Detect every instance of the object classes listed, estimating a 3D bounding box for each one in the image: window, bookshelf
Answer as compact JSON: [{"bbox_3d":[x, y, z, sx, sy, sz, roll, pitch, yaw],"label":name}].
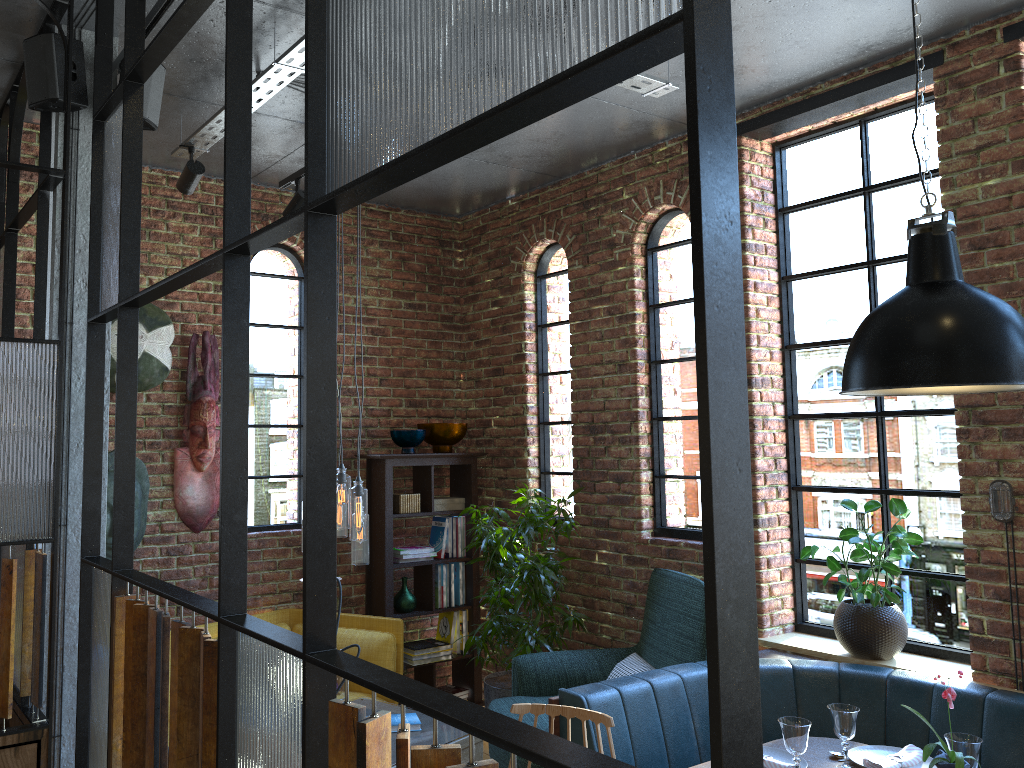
[{"bbox_3d":[0.666,-0.040,3.701,8.810,2.435,3.320,-2,-5,21],"label":"window"},{"bbox_3d":[-0.555,1.275,5.537,0.780,1.672,0.330,3,-6,-36],"label":"bookshelf"}]

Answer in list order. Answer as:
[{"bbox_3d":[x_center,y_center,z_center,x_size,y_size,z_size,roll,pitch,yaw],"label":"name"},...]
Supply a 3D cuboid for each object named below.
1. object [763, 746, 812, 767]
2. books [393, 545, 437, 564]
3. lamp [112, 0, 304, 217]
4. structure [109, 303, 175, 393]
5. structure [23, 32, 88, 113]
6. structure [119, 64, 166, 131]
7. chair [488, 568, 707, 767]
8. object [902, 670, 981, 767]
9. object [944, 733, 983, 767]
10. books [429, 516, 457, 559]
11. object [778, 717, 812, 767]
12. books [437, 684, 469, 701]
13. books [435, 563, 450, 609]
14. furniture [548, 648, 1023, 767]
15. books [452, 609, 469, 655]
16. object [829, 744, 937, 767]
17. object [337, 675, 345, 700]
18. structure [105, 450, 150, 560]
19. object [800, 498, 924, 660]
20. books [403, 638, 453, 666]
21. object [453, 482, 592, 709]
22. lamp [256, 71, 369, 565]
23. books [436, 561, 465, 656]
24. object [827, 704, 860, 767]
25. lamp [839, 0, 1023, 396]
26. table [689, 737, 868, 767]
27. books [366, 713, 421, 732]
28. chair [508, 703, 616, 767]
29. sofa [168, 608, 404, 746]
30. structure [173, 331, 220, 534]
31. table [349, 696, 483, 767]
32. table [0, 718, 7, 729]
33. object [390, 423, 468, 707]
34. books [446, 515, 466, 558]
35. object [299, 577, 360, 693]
[{"bbox_3d":[0.809,1.230,2.882,0.311,0.051,0.280,2,-5,-33],"label":"object"},{"bbox_3d":[-0.626,1.064,5.509,0.257,0.080,0.186,2,-5,-36],"label":"books"},{"bbox_3d":[-1.607,-1.271,0.557,5.984,0.274,7.539,2,-5,-37],"label":"lamp"},{"bbox_3d":[-2.093,-0.210,4.786,0.507,0.522,0.154,2,-6,-36],"label":"structure"},{"bbox_3d":[-1.676,-1.132,3.225,0.172,0.268,0.177,-3,-5,26],"label":"structure"},{"bbox_3d":[-1.440,-1.122,3.390,0.186,0.268,0.164,-1,-5,4],"label":"structure"},{"bbox_3d":[0.410,1.454,4.099,1.013,1.100,0.821,0,-5,-12],"label":"chair"},{"bbox_3d":[1.233,1.009,2.499,0.133,0.432,0.223,1,-5,-19],"label":"object"},{"bbox_3d":[1.323,1.132,2.573,0.097,0.192,0.099,0,-5,-7],"label":"object"},{"bbox_3d":[-0.455,0.984,5.665,0.118,0.259,0.170,3,-6,-37],"label":"books"},{"bbox_3d":[0.884,1.149,2.743,0.097,0.192,0.099,0,-5,-7],"label":"object"},{"bbox_3d":[-0.421,1.969,5.556,0.213,0.072,0.231,-4,-5,42],"label":"books"},{"bbox_3d":[-0.476,1.275,5.604,0.081,0.273,0.180,3,-6,-37],"label":"books"},{"bbox_3d":[1.499,1.474,2.527,1.304,0.824,2.725,2,-5,-37],"label":"furniture"},{"bbox_3d":[-0.360,1.581,5.660,0.081,0.273,0.197,3,-6,-37],"label":"books"},{"bbox_3d":[1.233,1.226,2.894,0.258,0.051,0.338,2,-5,-33],"label":"object"},{"bbox_3d":[-0.760,1.378,3.856,0.091,0.229,0.090,-1,-5,1],"label":"object"},{"bbox_3d":[-2.110,0.669,4.678,0.351,0.641,0.108,2,-6,-35],"label":"structure"},{"bbox_3d":[1.523,0.811,3.715,0.378,0.664,0.521,0,-5,-14],"label":"object"},{"bbox_3d":[-0.550,1.662,5.475,0.290,0.088,0.255,2,-5,-34],"label":"books"},{"bbox_3d":[0.053,1.296,4.862,0.895,1.532,0.693,-4,-6,32],"label":"object"},{"bbox_3d":[-0.868,-0.275,3.841,0.495,2.125,0.293,0,-5,-11],"label":"lamp"},{"bbox_3d":[-0.560,1.423,5.526,0.560,0.576,0.199,3,-6,-37],"label":"books"},{"bbox_3d":[1.086,1.155,2.875,0.097,0.192,0.099,0,-5,-7],"label":"object"},{"bbox_3d":[1.209,-0.641,2.569,0.514,1.329,0.542,1,-5,-19],"label":"lamp"},{"bbox_3d":[1.283,1.548,2.376,0.786,0.662,1.606,3,-5,-37],"label":"table"},{"bbox_3d":[-0.541,1.474,3.828,0.268,0.028,0.163,0,-4,-12],"label":"books"},{"bbox_3d":[0.088,1.383,2.227,0.555,1.008,0.433,-3,-6,25],"label":"chair"},{"bbox_3d":[-1.480,1.660,4.349,0.826,0.765,1.901,-4,-5,37],"label":"sofa"},{"bbox_3d":[-1.779,0.276,5.027,0.230,1.149,0.222,-2,-5,9],"label":"structure"},{"bbox_3d":[-0.688,1.735,3.680,0.785,0.509,0.891,-4,-5,38],"label":"table"},{"bbox_3d":[-2.381,1.620,3.309,0.717,0.729,0.783,3,-6,-37],"label":"table"},{"bbox_3d":[-0.537,1.130,5.548,0.581,1.765,0.342,4,-7,-42],"label":"object"},{"bbox_3d":[-0.369,0.986,5.714,0.076,0.258,0.185,3,-6,-37],"label":"books"},{"bbox_3d":[-0.744,1.119,3.548,0.272,0.706,0.161,-6,-7,44],"label":"object"}]
